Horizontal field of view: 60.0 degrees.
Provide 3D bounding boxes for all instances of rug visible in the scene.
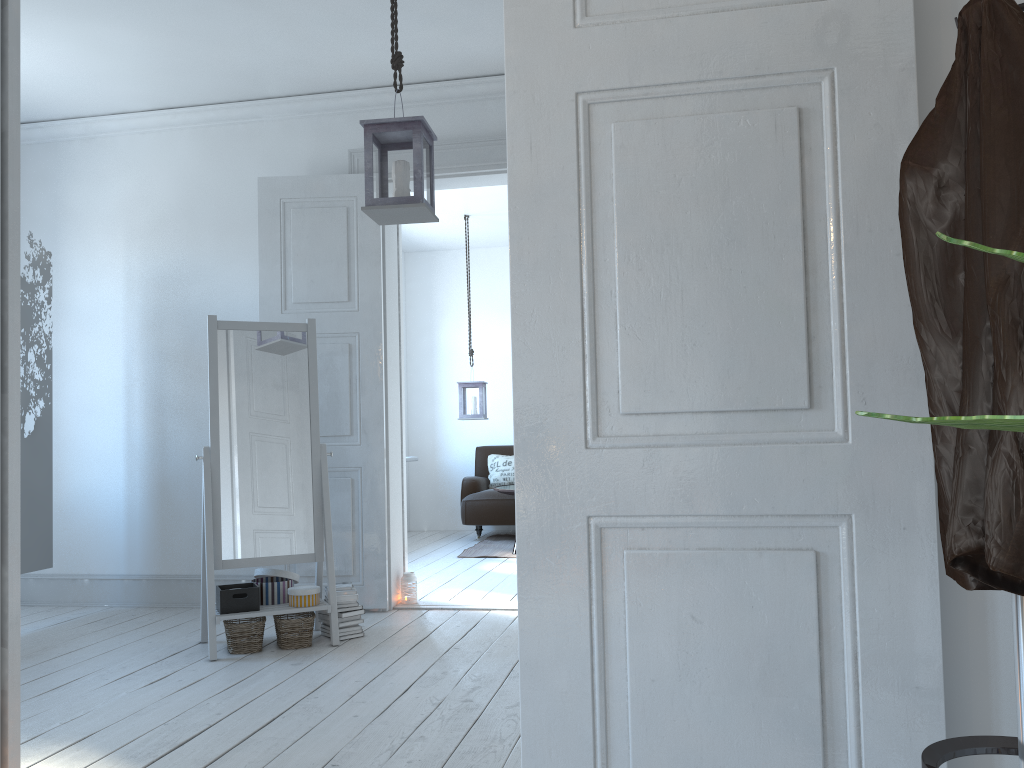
[{"bbox_3d":[0.514,1.311,7.303,1.710,0.055,1.457,-2,-4,11],"label":"rug"}]

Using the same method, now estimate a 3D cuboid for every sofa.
[{"bbox_3d":[0.653,0.957,8.068,2.165,0.824,0.969,-2,-3,11],"label":"sofa"}]

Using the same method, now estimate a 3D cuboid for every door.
[{"bbox_3d":[-0.591,-0.222,1.832,2.599,2.503,0.578,-2,-3,11],"label":"door"},{"bbox_3d":[-0.027,-0.054,4.792,2.599,2.503,0.578,-2,-3,11],"label":"door"}]

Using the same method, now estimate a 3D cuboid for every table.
[{"bbox_3d":[0.503,1.086,7.287,1.300,0.503,1.301,-1,-3,1],"label":"table"}]

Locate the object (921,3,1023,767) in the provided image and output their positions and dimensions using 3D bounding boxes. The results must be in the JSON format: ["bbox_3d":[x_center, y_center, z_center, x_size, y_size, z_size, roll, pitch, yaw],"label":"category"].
[{"bbox_3d":[0.646,0.127,1.133,0.374,1.657,0.375,-2,-3,18],"label":"object"}]

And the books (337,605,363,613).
[{"bbox_3d":[-0.795,1.040,4.144,0.128,0.016,0.179,1,-4,-36],"label":"books"}]

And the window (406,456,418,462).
[{"bbox_3d":[-10.821,-0.318,30.912,27.757,15.008,51.328,-2,-3,11],"label":"window"}]

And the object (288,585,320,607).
[{"bbox_3d":[-0.936,0.955,3.991,0.142,0.074,0.142,-1,-3,-6],"label":"object"}]

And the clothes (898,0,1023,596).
[{"bbox_3d":[0.610,-0.116,1.078,0.237,0.769,0.211,-4,-4,44],"label":"clothes"}]

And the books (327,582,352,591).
[{"bbox_3d":[-0.807,0.948,4.156,0.111,0.014,0.156,-1,-4,-10],"label":"books"}]

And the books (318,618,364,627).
[{"bbox_3d":[-0.798,1.103,4.137,0.132,0.017,0.187,2,-5,-42],"label":"books"}]

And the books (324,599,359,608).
[{"bbox_3d":[-0.800,1.022,4.144,0.128,0.016,0.177,0,-4,-23],"label":"books"}]

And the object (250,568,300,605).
[{"bbox_3d":[-1.103,0.926,4.122,0.207,0.158,0.241,-2,-3,18],"label":"object"}]

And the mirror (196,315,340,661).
[{"bbox_3d":[-1.118,0.428,4.039,0.610,1.487,0.417,0,-3,-25],"label":"mirror"}]

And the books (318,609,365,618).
[{"bbox_3d":[-0.796,1.059,4.135,0.193,0.022,0.128,-5,-5,43],"label":"books"}]

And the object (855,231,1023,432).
[{"bbox_3d":[0.471,0.126,0.192,1.044,1.552,0.289,-4,-3,40],"label":"object"}]

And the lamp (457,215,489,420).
[{"bbox_3d":[-0.350,-0.577,7.545,0.228,1.760,0.228,-2,-2,7],"label":"lamp"}]

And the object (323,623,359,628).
[{"bbox_3d":[-0.804,1.117,4.150,0.111,0.014,0.156,1,-4,-36],"label":"object"}]

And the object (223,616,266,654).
[{"bbox_3d":[-1.188,1.107,3.941,0.185,0.140,0.295,0,-3,-18],"label":"object"}]

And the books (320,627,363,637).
[{"bbox_3d":[-0.797,1.148,4.139,0.128,0.016,0.177,1,-4,-38],"label":"books"}]

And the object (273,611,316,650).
[{"bbox_3d":[-0.986,1.106,4.012,0.185,0.140,0.295,0,-3,-18],"label":"object"}]

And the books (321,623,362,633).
[{"bbox_3d":[-0.798,1.132,4.137,0.128,0.016,0.181,1,-4,-34],"label":"books"}]

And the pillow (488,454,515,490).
[{"bbox_3d":[0.014,0.820,8.305,0.519,0.367,0.239,-2,-3,10],"label":"pillow"}]

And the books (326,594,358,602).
[{"bbox_3d":[-0.794,0.984,4.136,0.128,0.026,0.200,0,-4,-18],"label":"books"}]

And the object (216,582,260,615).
[{"bbox_3d":[-1.208,0.943,3.906,0.165,0.103,0.155,0,-4,-25],"label":"object"}]

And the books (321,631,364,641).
[{"bbox_3d":[-0.792,1.165,4.139,0.128,0.016,0.179,2,-5,-41],"label":"books"}]

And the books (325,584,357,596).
[{"bbox_3d":[-0.801,0.963,4.141,0.132,0.017,0.187,0,-4,-16],"label":"books"}]

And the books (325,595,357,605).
[{"bbox_3d":[-0.801,1.006,4.142,0.128,0.016,0.181,0,-4,-18],"label":"books"}]

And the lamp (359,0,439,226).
[{"bbox_3d":[-0.418,-1.480,3.218,0.228,1.760,0.228,-2,-2,7],"label":"lamp"}]

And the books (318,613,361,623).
[{"bbox_3d":[-0.806,1.083,4.143,0.167,0.022,0.128,-5,-5,45],"label":"books"}]

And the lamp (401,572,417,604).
[{"bbox_3d":[-0.566,1.122,4.873,0.089,0.166,0.089,-2,-3,10],"label":"lamp"}]
